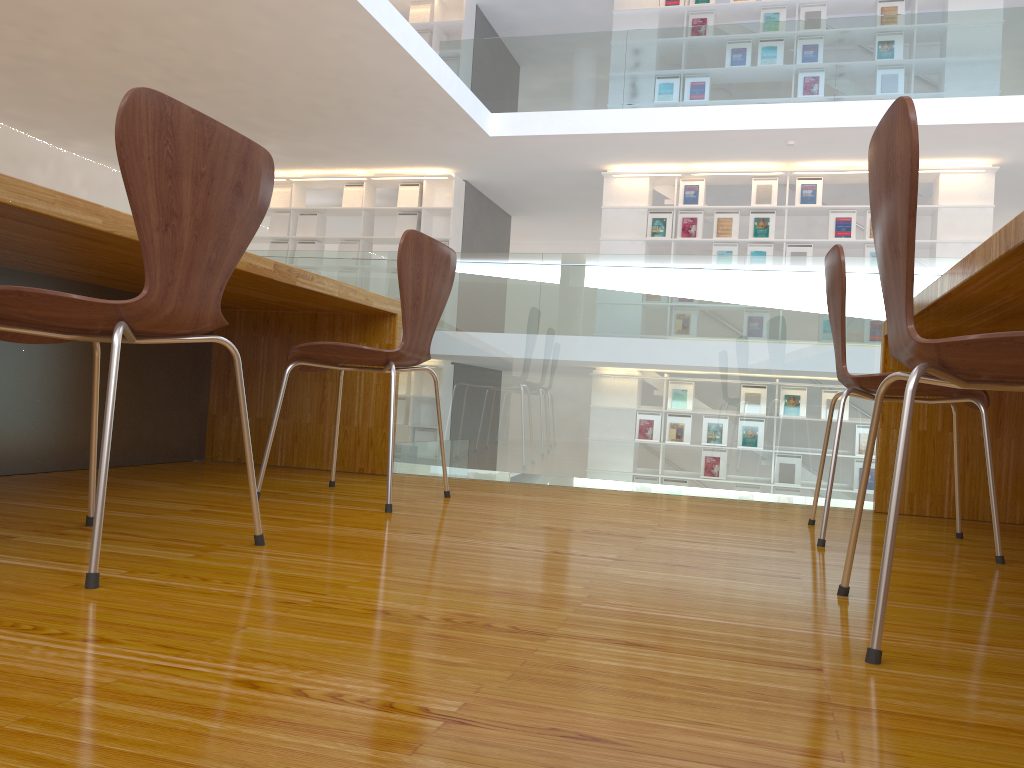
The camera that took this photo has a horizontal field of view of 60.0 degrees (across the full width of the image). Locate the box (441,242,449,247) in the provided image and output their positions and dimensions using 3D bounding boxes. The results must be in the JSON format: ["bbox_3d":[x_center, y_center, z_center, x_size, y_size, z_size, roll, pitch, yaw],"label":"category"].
[{"bbox_3d":[-0.811,-1.414,9.858,0.245,0.296,0.274,3,-1,16],"label":"box"}]

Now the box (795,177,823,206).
[{"bbox_3d":[2.927,-1.874,8.752,0.245,0.296,0.274,3,-1,16],"label":"box"}]

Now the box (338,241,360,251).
[{"bbox_3d":[-1.842,-1.469,10.152,0.245,0.296,0.274,3,-1,16],"label":"box"}]

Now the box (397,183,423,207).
[{"bbox_3d":[-1.131,-2.089,9.974,0.245,0.296,0.274,3,-1,16],"label":"box"}]

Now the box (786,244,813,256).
[{"bbox_3d":[2.830,-1.221,8.754,0.245,0.296,0.274,3,-1,16],"label":"box"}]

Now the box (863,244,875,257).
[{"bbox_3d":[3.525,-1.184,8.556,0.245,0.296,0.274,3,-1,16],"label":"box"}]

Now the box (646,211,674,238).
[{"bbox_3d":[1.532,-1.620,9.137,0.245,0.296,0.274,3,-1,16],"label":"box"}]

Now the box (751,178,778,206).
[{"bbox_3d":[2.525,-1.895,8.866,0.245,0.296,0.274,3,-1,16],"label":"box"}]

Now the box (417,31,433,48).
[{"bbox_3d":[-1.031,-3.805,10.010,0.245,0.296,0.274,3,-1,16],"label":"box"}]

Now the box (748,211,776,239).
[{"bbox_3d":[2.499,-1.567,8.861,0.245,0.296,0.274,3,-1,16],"label":"box"}]

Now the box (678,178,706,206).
[{"bbox_3d":[1.843,-1.932,9.061,0.245,0.296,0.274,3,-1,16],"label":"box"}]

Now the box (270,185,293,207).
[{"bbox_3d":[-2.667,-2.171,10.412,0.245,0.296,0.274,3,-1,16],"label":"box"}]

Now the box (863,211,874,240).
[{"bbox_3d":[3.543,-1.512,8.563,0.245,0.296,0.274,3,-1,16],"label":"box"}]

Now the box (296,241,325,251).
[{"bbox_3d":[-2.359,-1.497,10.299,0.245,0.296,0.274,3,-1,16],"label":"box"}]

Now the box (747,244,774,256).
[{"bbox_3d":[2.475,-1.239,8.856,0.245,0.296,0.274,3,-1,16],"label":"box"}]

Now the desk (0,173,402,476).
[{"bbox_3d":[-1.576,0.006,1.751,1.527,0.785,3.243,3,-1,16],"label":"desk"}]

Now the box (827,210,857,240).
[{"bbox_3d":[3.217,-1.532,8.657,0.245,0.296,0.274,3,-1,16],"label":"box"}]

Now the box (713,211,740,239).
[{"bbox_3d":[2.168,-1.585,8.956,0.245,0.296,0.274,3,-1,16],"label":"box"}]

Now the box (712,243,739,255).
[{"bbox_3d":[2.150,-1.257,8.948,0.245,0.296,0.274,3,-1,16],"label":"box"}]

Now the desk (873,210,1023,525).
[{"bbox_3d":[1.356,-0.129,1.164,1.248,1.022,3.216,3,-1,16],"label":"desk"}]

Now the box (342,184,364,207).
[{"bbox_3d":[-1.783,-2.125,10.157,0.245,0.296,0.274,3,-1,16],"label":"box"}]

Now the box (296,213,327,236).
[{"bbox_3d":[-2.339,-1.824,10.306,0.245,0.296,0.274,3,-1,16],"label":"box"}]

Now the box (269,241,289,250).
[{"bbox_3d":[-2.697,-1.515,10.396,0.245,0.296,0.274,3,-1,16],"label":"box"}]

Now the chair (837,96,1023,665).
[{"bbox_3d":[0.670,0.004,1.193,0.381,0.693,0.428,3,-1,16],"label":"chair"}]

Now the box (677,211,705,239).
[{"bbox_3d":[1.827,-1.603,9.066,0.245,0.296,0.274,3,-1,16],"label":"box"}]

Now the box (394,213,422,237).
[{"bbox_3d":[-1.152,-1.762,9.967,0.245,0.296,0.274,3,-1,16],"label":"box"}]

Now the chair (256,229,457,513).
[{"bbox_3d":[-0.390,-0.038,2.366,0.381,0.693,0.428,3,-1,16],"label":"chair"}]

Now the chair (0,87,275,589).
[{"bbox_3d":[-0.655,-0.073,1.432,0.381,0.693,0.428,3,-1,16],"label":"chair"}]

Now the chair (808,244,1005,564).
[{"bbox_3d":[0.934,0.039,2.127,0.381,0.693,0.428,3,-1,16],"label":"chair"}]

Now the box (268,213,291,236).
[{"bbox_3d":[-2.687,-1.844,10.405,0.245,0.296,0.274,3,-1,16],"label":"box"}]

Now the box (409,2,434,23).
[{"bbox_3d":[-1.010,-4.131,10.016,0.245,0.296,0.274,3,-1,16],"label":"box"}]
